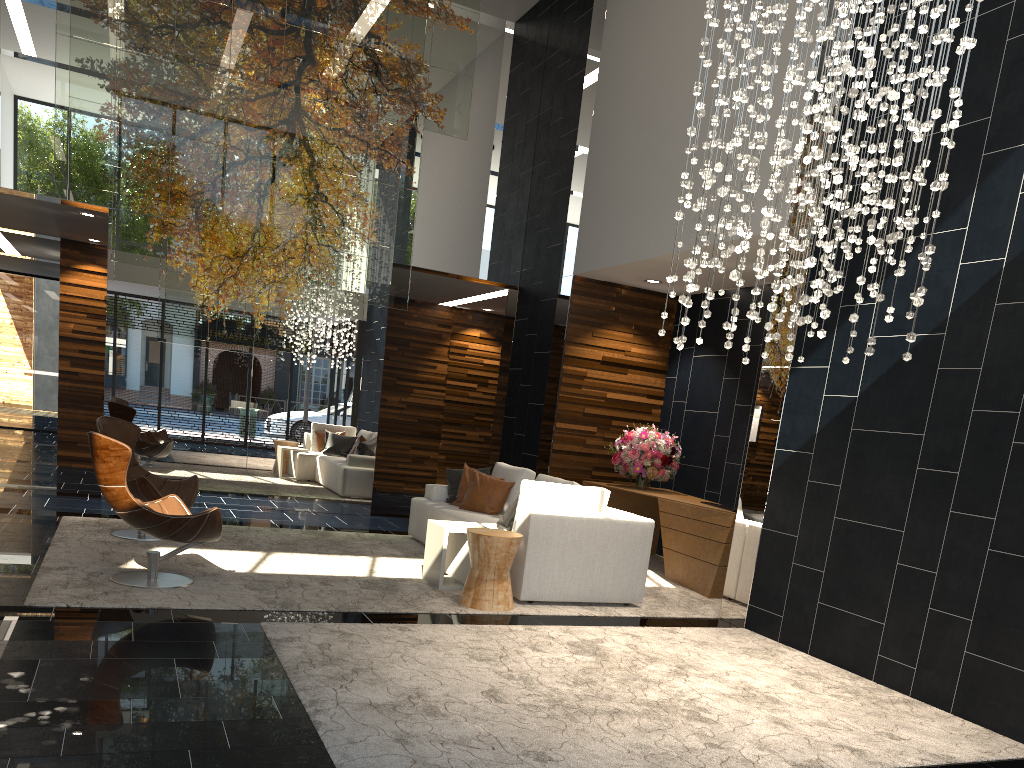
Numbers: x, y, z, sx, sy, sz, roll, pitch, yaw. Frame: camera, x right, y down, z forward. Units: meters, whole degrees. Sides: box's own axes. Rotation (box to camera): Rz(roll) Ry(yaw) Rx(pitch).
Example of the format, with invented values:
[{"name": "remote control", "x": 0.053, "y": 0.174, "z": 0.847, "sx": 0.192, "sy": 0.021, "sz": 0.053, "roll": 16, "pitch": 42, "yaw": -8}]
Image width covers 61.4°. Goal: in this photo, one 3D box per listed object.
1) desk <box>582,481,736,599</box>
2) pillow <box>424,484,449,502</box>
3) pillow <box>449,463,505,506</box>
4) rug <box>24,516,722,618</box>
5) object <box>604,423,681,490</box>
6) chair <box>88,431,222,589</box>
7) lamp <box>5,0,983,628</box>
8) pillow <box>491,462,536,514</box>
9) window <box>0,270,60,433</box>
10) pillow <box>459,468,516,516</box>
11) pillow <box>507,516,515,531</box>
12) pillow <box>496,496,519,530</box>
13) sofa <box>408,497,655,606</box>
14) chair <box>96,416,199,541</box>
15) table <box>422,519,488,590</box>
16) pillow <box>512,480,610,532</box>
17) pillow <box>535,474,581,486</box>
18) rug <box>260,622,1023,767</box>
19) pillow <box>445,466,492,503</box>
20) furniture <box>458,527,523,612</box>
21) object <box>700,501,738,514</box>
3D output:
[{"name": "desk", "x": 1.589, "y": 1.472, "z": 8.354, "sx": 0.997, "sy": 0.766, "sz": 2.181, "roll": 6, "pitch": 0, "yaw": -24}, {"name": "pillow", "x": -0.546, "y": 1.087, "z": 8.527, "sx": 0.628, "sy": 0.156, "sz": 0.233, "roll": 8, "pitch": 1, "yaw": -29}, {"name": "pillow", "x": -0.323, "y": 0.969, "z": 8.071, "sx": 0.539, "sy": 0.443, "sz": 0.240, "roll": 9, "pitch": 8, "yaw": 30}, {"name": "rug", "x": -0.577, "y": 1.545, "z": 7.283, "sx": 5.945, "sy": 0.006, "sz": 3.125, "roll": 8, "pitch": -2, "yaw": -24}, {"name": "object", "x": 1.371, "y": 0.737, "z": 8.786, "sx": 0.695, "sy": 0.696, "sz": 0.640, "roll": 4, "pitch": 6, "yaw": -33}, {"name": "chair", "x": -2.209, "y": 0.795, "z": 5.408, "sx": 0.661, "sy": 0.956, "sz": 0.783, "roll": 11, "pitch": 7, "yaw": 34}, {"name": "lamp", "x": 2.269, "y": -47.082, "z": 0.370, "sx": 398.835, "sy": 117.173, "sz": 391.774, "roll": 7, "pitch": -1, "yaw": 1}, {"name": "pillow", "x": -0.041, "y": 0.982, "z": 8.078, "sx": 0.249, "sy": 0.463, "sz": 0.699, "roll": 3, "pitch": 3, "yaw": -24}, {"name": "window", "x": -9.992, "y": -0.701, "z": 15.589, "sx": 3.985, "sy": 2.922, "sz": 0.057, "roll": 6, "pitch": 10, "yaw": -24}, {"name": "pillow", "x": -0.247, "y": 0.994, "z": 7.871, "sx": 0.509, "sy": 0.425, "sz": 0.266, "roll": 9, "pitch": 7, "yaw": 36}, {"name": "pillow", "x": 0.178, "y": 1.017, "z": 6.805, "sx": 0.249, "sy": 0.425, "sz": 0.553, "roll": 12, "pitch": 5, "yaw": 34}, {"name": "pillow", "x": 0.097, "y": 1.016, "z": 6.964, "sx": 0.294, "sy": 0.374, "sz": 0.501, "roll": 10, "pitch": 3, "yaw": 26}, {"name": "sofa", "x": -0.107, "y": 1.254, "z": 7.476, "sx": 1.300, "sy": 0.699, "sz": 2.772, "roll": 7, "pitch": -1, "yaw": -24}, {"name": "chair", "x": -2.953, "y": 0.764, "z": 6.881, "sx": 0.787, "sy": 0.957, "sz": 0.656, "roll": 7, "pitch": 7, "yaw": 3}, {"name": "table", "x": -0.408, "y": 1.296, "z": 6.529, "sx": 0.402, "sy": 0.479, "sz": 0.387, "roll": 4, "pitch": 6, "yaw": -24}, {"name": "pillow", "x": 0.365, "y": 0.969, "z": 6.456, "sx": 0.717, "sy": 0.472, "sz": 0.210, "roll": 6, "pitch": 8, "yaw": -23}, {"name": "pillow", "x": 0.313, "y": 1.001, "z": 7.278, "sx": 0.292, "sy": 0.447, "sz": 0.698, "roll": 4, "pitch": 3, "yaw": -23}, {"name": "rug", "x": 0.598, "y": 1.579, "z": 4.532, "sx": 3.442, "sy": 0.006, "sz": 2.272, "roll": 8, "pitch": -2, "yaw": -24}, {"name": "pillow", "x": -0.431, "y": 0.966, "z": 8.255, "sx": 0.546, "sy": 0.427, "sz": 0.251, "roll": 8, "pitch": 7, "yaw": 23}, {"name": "furniture", "x": -0.149, "y": 1.277, "z": 5.952, "sx": 0.390, "sy": 0.536, "sz": 0.383, "roll": 8, "pitch": 6, "yaw": 11}, {"name": "object", "x": 1.913, "y": 1.097, "z": 7.589, "sx": 0.242, "sy": 0.027, "sz": 0.693, "roll": 7, "pitch": -2, "yaw": -13}]
